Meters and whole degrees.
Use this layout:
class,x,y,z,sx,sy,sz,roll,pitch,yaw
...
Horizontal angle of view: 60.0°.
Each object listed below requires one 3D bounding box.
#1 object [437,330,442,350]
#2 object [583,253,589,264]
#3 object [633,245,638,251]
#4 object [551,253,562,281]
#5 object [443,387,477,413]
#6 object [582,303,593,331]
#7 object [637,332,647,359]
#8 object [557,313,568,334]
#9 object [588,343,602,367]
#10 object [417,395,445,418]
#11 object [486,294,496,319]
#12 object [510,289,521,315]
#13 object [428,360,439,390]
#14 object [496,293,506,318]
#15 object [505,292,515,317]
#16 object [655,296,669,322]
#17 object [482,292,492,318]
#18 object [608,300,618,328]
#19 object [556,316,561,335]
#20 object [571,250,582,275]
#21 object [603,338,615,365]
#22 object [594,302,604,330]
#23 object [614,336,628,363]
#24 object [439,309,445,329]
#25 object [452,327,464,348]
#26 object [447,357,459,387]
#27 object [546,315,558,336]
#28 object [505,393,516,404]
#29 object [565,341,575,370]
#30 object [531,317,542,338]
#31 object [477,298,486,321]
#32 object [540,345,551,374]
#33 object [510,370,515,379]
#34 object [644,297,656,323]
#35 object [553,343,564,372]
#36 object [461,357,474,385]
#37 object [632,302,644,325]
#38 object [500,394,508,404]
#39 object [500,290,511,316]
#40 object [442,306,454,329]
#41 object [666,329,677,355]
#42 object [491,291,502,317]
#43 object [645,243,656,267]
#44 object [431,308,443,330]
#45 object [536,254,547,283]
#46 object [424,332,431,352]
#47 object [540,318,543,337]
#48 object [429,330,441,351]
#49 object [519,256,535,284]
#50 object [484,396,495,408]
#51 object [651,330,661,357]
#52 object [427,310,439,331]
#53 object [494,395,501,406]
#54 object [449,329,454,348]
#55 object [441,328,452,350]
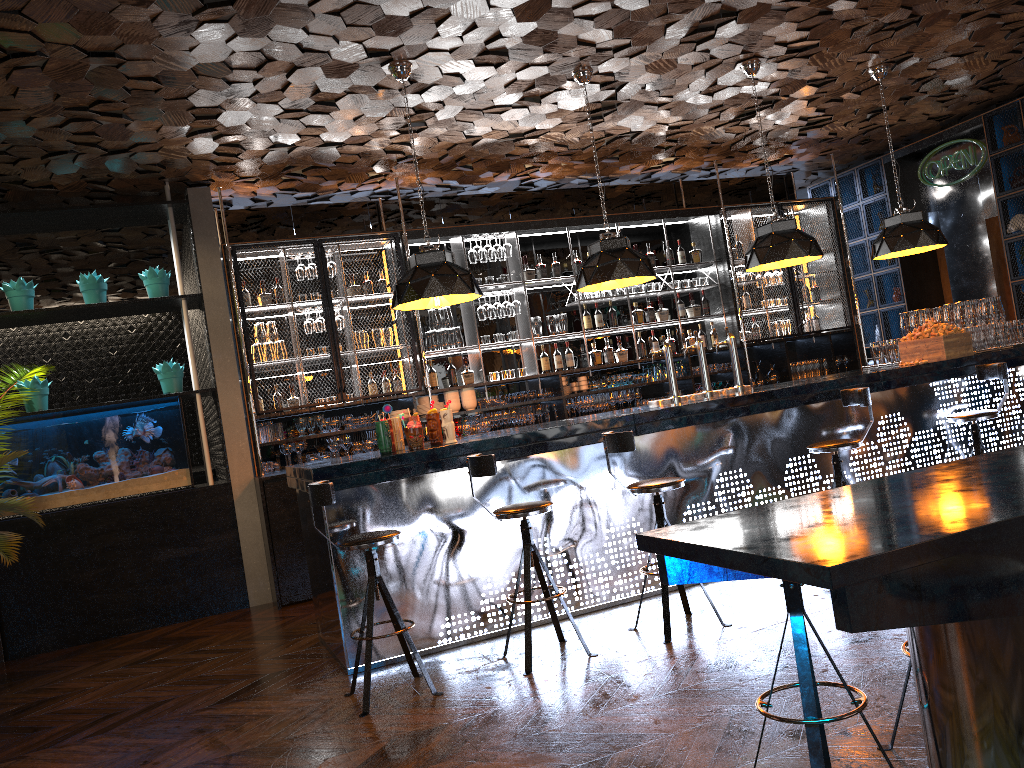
class,x,y,z,sx,sy,sz,roll,pitch,yaw
object,-0.682,-0.418,8.648,0.105,0.209,0.105,-9,-1,24
object,0.816,-1.238,9.179,0.151,0.248,0.094,-9,-1,-18
object,1.322,-1.330,9.367,0.123,0.279,0.123,-8,-1,-32
object,0.447,-1.195,9.035,0.083,0.282,0.083,-9,-1,-6
object,-0.490,0.155,8.430,0.309,0.216,0.149,-8,-1,-24
object,0.770,-0.680,9.124,0.086,0.299,0.086,-9,-1,27
object,1.355,-0.401,9.293,0.086,0.297,0.086,-9,-1,12
object,0.517,-0.601,8.951,0.105,0.209,0.105,-9,-1,24
object,0.856,-0.300,9.120,0.151,0.248,0.094,-8,-1,-32
object,-0.785,0.210,8.348,0.306,0.195,0.300,-9,-1,-20
object,-0.209,-0.770,8.828,0.092,0.244,0.092,-10,-1,29
object,0.036,-0.810,8.749,0.092,0.244,0.092,-10,-1,29
object,-0.765,-0.083,8.488,0.086,0.299,0.086,-9,-1,27
object,-0.118,-0.784,8.864,0.092,0.244,0.092,-10,-1,29
object,-0.023,-0.798,8.902,0.092,0.244,0.092,-10,-1,29
object,1.588,-0.793,9.426,0.123,0.279,0.123,-9,-1,-8
object,-0.252,-0.767,8.635,0.092,0.244,0.092,-10,-1,29
object,1.044,-0.722,9.230,0.086,0.297,0.086,-9,-1,27
object,0.490,-0.595,9.056,0.105,0.209,0.105,-9,-1,24
object,0.666,-1.234,9.122,0.083,0.282,0.083,-8,-1,-36
object,0.995,-0.339,9.177,0.083,0.282,0.083,-8,-1,-21
object,0.895,-0.699,9.201,0.086,0.298,0.086,-9,-1,27
object,1.128,-0.356,9.215,0.123,0.279,0.123,-9,-1,-8
object,-0.657,-0.633,8.663,0.105,0.209,0.105,-9,-1,24
object,-0.525,-0.444,8.579,0.105,0.209,0.105,-9,-1,24
object,-0.577,-0.113,8.529,0.086,0.297,0.086,-9,-1,12
object,0.409,-0.584,8.934,0.105,0.209,0.105,-9,-1,24
object,-0.013,0.141,8.592,0.109,0.100,0.109,-8,-1,-38
object,0.581,-0.285,9.022,0.086,0.298,0.086,-9,-1,27
object,0.243,-0.560,8.839,0.105,0.209,0.105,-9,-1,24
object,-0.311,-0.755,8.788,0.092,0.244,0.092,-10,-1,29
object,0.327,-0.246,8.920,0.086,0.299,0.086,-9,-1,27
object,-0.013,-0.091,8.795,0.089,0.092,0.089,-9,-1,-11
object,1.455,-0.775,9.388,0.083,0.282,0.083,-8,-1,-21
object,0.463,-0.267,9.001,0.086,0.298,0.086,-9,-1,27
object,-0.435,-0.123,8.596,0.123,0.279,0.123,-9,-1,-8
object,1.316,-0.736,9.331,0.151,0.248,0.094,-8,-1,-32
object,-0.069,0.153,8.740,0.109,0.100,0.109,-8,-1,-38
object,-0.059,-0.796,8.711,0.092,0.244,0.092,-10,-1,29
object,-0.620,-0.641,8.580,0.105,0.209,0.105,-9,-1,24
object,1.682,-0.441,9.449,0.083,0.282,0.083,-8,-1,-36
object,-0.150,-0.782,8.675,0.092,0.244,0.092,-10,-1,29
object,1.466,-1.353,9.438,0.083,0.282,0.083,-8,-1,-21
object,-0.724,-0.625,8.529,0.105,0.209,0.105,-9,-1,24
object,0.294,-1.172,8.974,0.083,0.282,0.083,-8,-1,-36
object,-0.797,-0.401,8.610,0.105,0.209,0.105,-9,-1,24
object,0.260,-0.560,8.969,0.105,0.209,0.105,-9,-1,24
object,-0.745,-0.411,8.505,0.105,0.209,0.105,-9,-1,24
object,0.148,-1.148,8.918,0.123,0.279,0.123,-8,-1,-33
object,-0.212,0.171,8.449,0.100,0.100,0.089,-9,-1,-17
object,1.510,-0.424,9.389,0.086,0.298,0.086,-9,-1,27
object,-0.769,-0.616,8.631,0.105,0.209,0.105,-9,-1,24
object,-0.156,0.164,8.530,0.089,0.100,0.100,-9,-1,15
object,-0.577,-0.434,8.678,0.105,0.209,0.105,-9,-1,24
object,-0.636,-0.428,8.549,0.105,0.209,0.105,-9,-1,24
